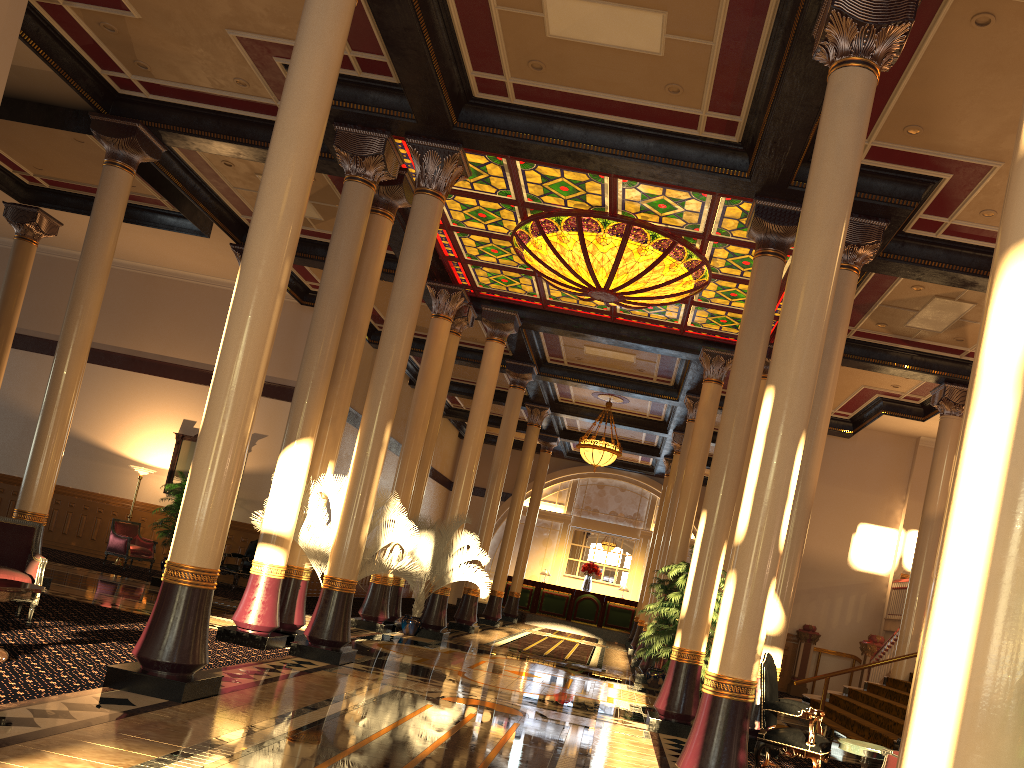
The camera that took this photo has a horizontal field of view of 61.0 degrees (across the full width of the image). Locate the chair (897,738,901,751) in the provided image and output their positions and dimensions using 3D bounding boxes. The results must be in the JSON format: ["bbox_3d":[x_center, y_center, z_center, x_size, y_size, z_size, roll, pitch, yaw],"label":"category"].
[{"bbox_3d":[3.577,3.176,7.142,0.673,0.911,0.662,15,-7,-24],"label":"chair"}]

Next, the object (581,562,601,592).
[{"bbox_3d":[5.759,2.174,14.839,0.685,4.240,29.718,12,-12,-9],"label":"object"}]

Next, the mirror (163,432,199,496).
[{"bbox_3d":[-6.519,1.653,18.223,1.374,1.539,0.203,11,-4,3],"label":"mirror"}]

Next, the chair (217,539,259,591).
[{"bbox_3d":[-5.423,3.558,17.355,0.705,1.088,0.789,8,-8,31],"label":"chair"}]

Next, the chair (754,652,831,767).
[{"bbox_3d":[2.532,3.023,7.810,0.719,1.088,0.775,9,-7,21],"label":"chair"}]

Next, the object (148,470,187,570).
[{"bbox_3d":[-6.667,2.795,17.481,1.142,2.130,0.989,16,-6,-35],"label":"object"}]

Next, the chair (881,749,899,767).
[{"bbox_3d":[3.020,2.839,6.143,0.715,0.911,0.624,15,-7,-24],"label":"chair"}]

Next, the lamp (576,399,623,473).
[{"bbox_3d":[2.249,1.294,21.681,1.191,1.888,1.205,12,-6,1],"label":"lamp"}]

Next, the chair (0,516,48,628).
[{"bbox_3d":[-4.646,1.667,7.845,0.726,0.911,0.614,17,-8,-39],"label":"chair"}]

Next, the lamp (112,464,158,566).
[{"bbox_3d":[-7.695,2.671,17.539,0.614,1.993,0.553,15,-5,-33],"label":"lamp"}]

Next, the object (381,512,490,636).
[{"bbox_3d":[-1.218,3.242,14.846,1.796,2.251,2.136,11,-8,10],"label":"object"}]

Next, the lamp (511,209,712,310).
[{"bbox_3d":[1.394,-1.562,12.697,2.977,0.597,3.072,11,-12,4],"label":"lamp"}]

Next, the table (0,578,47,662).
[{"bbox_3d":[-3.906,1.599,6.004,0.667,0.529,1.299,6,-12,32],"label":"table"}]

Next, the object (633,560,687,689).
[{"bbox_3d":[2.563,3.960,14.339,1.049,2.130,1.079,12,-5,-5],"label":"object"}]

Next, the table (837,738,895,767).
[{"bbox_3d":[2.778,3.148,6.906,0.511,0.551,0.457,19,-10,-43],"label":"table"}]

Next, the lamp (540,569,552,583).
[{"bbox_3d":[1.101,6.362,28.795,0.449,0.439,0.403,18,-10,-38],"label":"lamp"}]

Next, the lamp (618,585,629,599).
[{"bbox_3d":[3.670,6.852,28.656,0.449,0.439,0.403,18,-10,-38],"label":"lamp"}]

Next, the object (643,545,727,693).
[{"bbox_3d":[2.110,2.938,10.225,1.142,2.130,0.989,16,-6,-35],"label":"object"}]

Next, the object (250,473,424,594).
[{"bbox_3d":[-2.056,2.143,10.682,2.082,2.237,1.815,13,-7,-6],"label":"object"}]

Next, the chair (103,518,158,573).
[{"bbox_3d":[-7.361,3.146,16.865,0.618,0.911,0.722,9,-8,26],"label":"chair"}]
